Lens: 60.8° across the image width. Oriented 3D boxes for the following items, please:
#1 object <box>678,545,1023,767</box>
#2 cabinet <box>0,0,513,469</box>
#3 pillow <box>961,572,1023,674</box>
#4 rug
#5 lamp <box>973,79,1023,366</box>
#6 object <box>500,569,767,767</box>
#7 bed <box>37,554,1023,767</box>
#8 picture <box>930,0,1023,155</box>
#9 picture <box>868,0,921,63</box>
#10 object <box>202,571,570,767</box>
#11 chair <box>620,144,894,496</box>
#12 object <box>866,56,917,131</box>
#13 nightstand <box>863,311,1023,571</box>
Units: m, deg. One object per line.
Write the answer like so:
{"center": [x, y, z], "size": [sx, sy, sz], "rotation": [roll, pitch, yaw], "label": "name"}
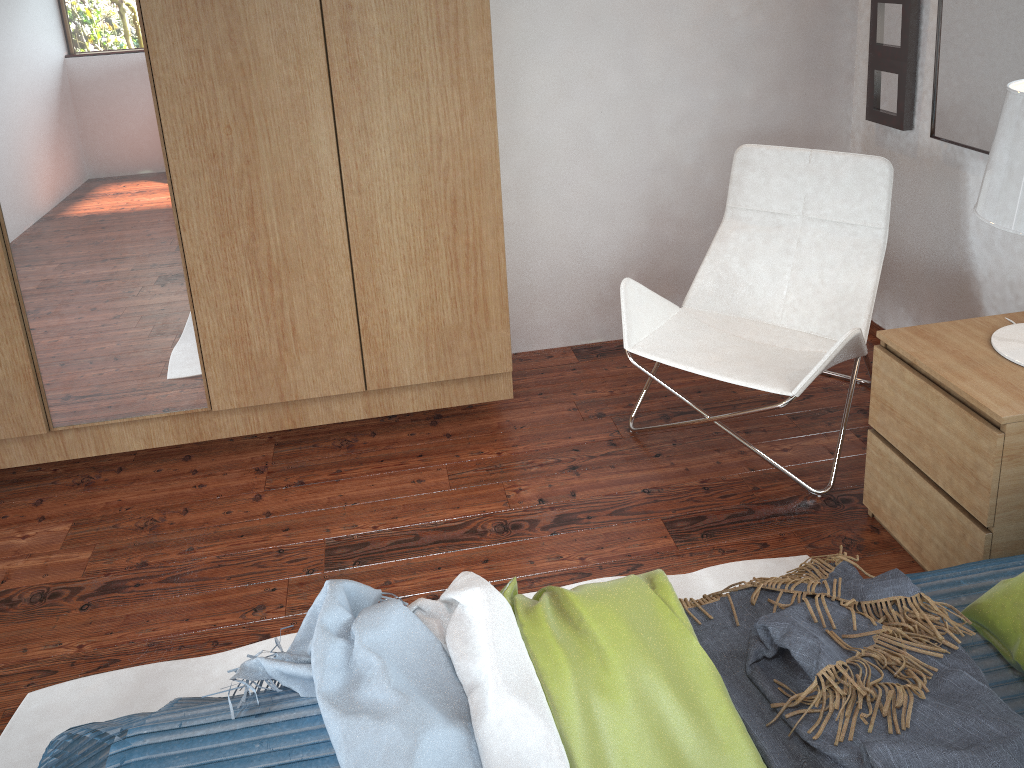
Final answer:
{"center": [0.553, 0.767, 0.691], "size": [0.628, 0.383, 2.260], "rotation": [-3, 26, 0], "label": "object"}
{"center": [-1.190, -1.007, 2.422], "size": [2.207, 2.278, 0.613], "rotation": [-7, 19, -9], "label": "cabinet"}
{"center": [1.019, 0.594, 0.826], "size": [0.312, 0.207, 1.461], "rotation": [-7, 26, -8], "label": "pillow"}
{"center": [0.073, 1.127, 0.708], "size": [1.805, 0.046, 2.874], "rotation": [-7, 26, -8], "label": "rug"}
{"center": [1.209, -0.339, 1.857], "size": [0.407, 0.557, 0.428], "rotation": [-8, 21, -11], "label": "lamp"}
{"center": [0.339, 0.910, 0.754], "size": [0.493, 0.421, 2.227], "rotation": [-8, 26, -11], "label": "object"}
{"center": [0.527, 0.743, 0.692], "size": [2.580, 0.728, 2.268], "rotation": [-7, 25, -7], "label": "bed"}
{"center": [1.357, -0.892, 2.451], "size": [0.043, 0.477, 0.534], "rotation": [-6, 23, -8], "label": "picture"}
{"center": [1.265, -1.192, 2.894], "size": [0.040, 0.213, 0.235], "rotation": [-6, 23, -8], "label": "picture"}
{"center": [-0.026, 0.894, 0.714], "size": [0.539, 0.355, 2.279], "rotation": [-9, 26, -12], "label": "object"}
{"center": [0.762, -0.252, 2.608], "size": [0.712, 0.754, 0.830], "rotation": [15, 29, 38], "label": "chair"}
{"center": [1.281, -0.990, 2.961], "size": [0.040, 0.213, 0.235], "rotation": [-6, 23, -8], "label": "object"}
{"center": [1.223, 0.172, 2.019], "size": [0.610, 0.512, 0.452], "rotation": [-7, 22, -8], "label": "nightstand"}
